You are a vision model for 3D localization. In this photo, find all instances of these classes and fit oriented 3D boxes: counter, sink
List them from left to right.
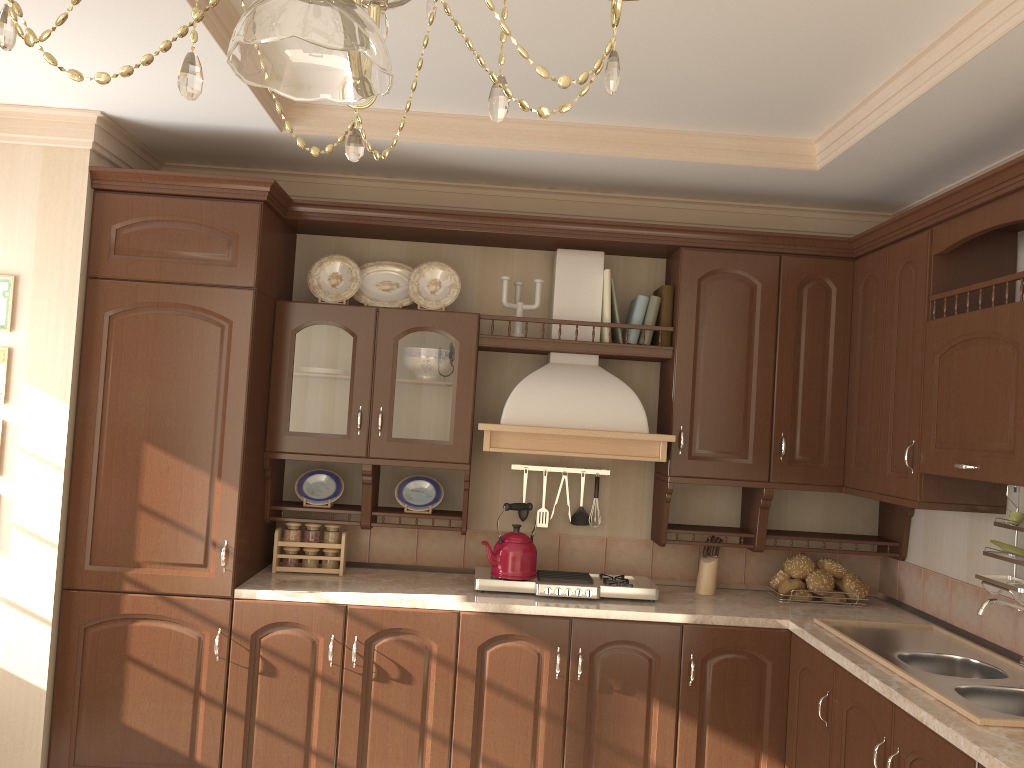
[{"bbox_3d":[0.324,0.812,2.595,2.603,0.034,2.422,4,-2,-2],"label":"counter"},{"bbox_3d":[1.341,0.794,2.696,0.448,0.348,1.077,4,-2,-2],"label":"sink"}]

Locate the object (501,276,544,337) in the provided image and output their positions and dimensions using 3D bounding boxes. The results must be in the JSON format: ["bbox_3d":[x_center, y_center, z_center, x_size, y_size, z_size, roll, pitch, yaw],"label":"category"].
[{"bbox_3d":[0.016,-0.312,3.672,0.163,0.248,0.174,5,-3,-39],"label":"object"}]

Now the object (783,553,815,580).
[{"bbox_3d":[1.179,0.749,3.643,0.118,0.105,0.100,4,-2,-7],"label":"object"}]

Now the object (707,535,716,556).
[{"bbox_3d":[0.825,0.731,3.715,0.027,0.191,0.052,2,-3,44],"label":"object"}]

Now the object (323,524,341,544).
[{"bbox_3d":[-0.732,0.609,3.610,0.068,0.088,0.068,3,-2,14],"label":"object"}]

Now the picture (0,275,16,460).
[{"bbox_3d":[-1.923,0.090,3.118,0.268,0.964,0.010,4,-2,-2],"label":"picture"}]

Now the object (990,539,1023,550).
[{"bbox_3d":[1.572,0.512,2.740,0.167,0.051,0.174,4,-2,-2],"label":"object"}]

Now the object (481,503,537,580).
[{"bbox_3d":[0.007,0.604,3.439,0.181,0.282,0.227,3,-2,22],"label":"object"}]

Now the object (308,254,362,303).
[{"bbox_3d":[-0.724,-0.432,3.622,0.220,0.210,0.068,4,-2,-4],"label":"object"}]

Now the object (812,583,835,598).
[{"bbox_3d":[1.282,0.843,3.675,0.114,0.094,0.098,4,-2,-21],"label":"object"}]

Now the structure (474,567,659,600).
[{"bbox_3d":[0.208,0.783,3.485,0.710,0.054,0.325,4,-2,-2],"label":"structure"}]

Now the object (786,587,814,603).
[{"bbox_3d":[1.178,0.857,3.636,0.114,0.058,0.119,5,-3,-37],"label":"object"}]

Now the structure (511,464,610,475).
[{"bbox_3d":[0.209,0.367,3.793,0.422,0.020,0.008,4,-2,-2],"label":"structure"}]

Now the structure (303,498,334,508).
[{"bbox_3d":[-0.791,0.440,3.645,0.110,0.126,0.080,4,-2,-2],"label":"structure"}]

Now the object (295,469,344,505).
[{"bbox_3d":[-0.792,0.423,3.650,0.202,0.143,0.071,4,-2,-4],"label":"object"}]

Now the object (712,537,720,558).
[{"bbox_3d":[0.837,0.736,3.684,0.053,0.198,0.027,4,-2,-18],"label":"object"}]

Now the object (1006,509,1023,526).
[{"bbox_3d":[1.611,0.428,2.830,0.049,0.051,0.044,5,-3,-33],"label":"object"}]

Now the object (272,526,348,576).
[{"bbox_3d":[-0.817,0.676,3.600,0.276,0.170,0.140,4,-2,-6],"label":"object"}]

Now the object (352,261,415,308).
[{"bbox_3d":[-0.523,-0.414,3.685,0.342,0.209,0.073,4,-2,-1],"label":"object"}]

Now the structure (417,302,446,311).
[{"bbox_3d":[-0.325,-0.355,3.629,0.110,0.126,0.080,4,-2,-2],"label":"structure"}]

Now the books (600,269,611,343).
[{"bbox_3d":[0.391,-0.316,3.726,0.042,0.305,0.194,4,-2,-2],"label":"books"}]

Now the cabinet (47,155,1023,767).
[{"bbox_3d":[0.044,0.456,2.610,3.226,2.313,2.436,4,-2,-2],"label":"cabinet"}]

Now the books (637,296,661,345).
[{"bbox_3d":[0.565,-0.256,3.721,0.080,0.209,0.205,4,-2,-2],"label":"books"}]

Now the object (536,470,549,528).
[{"bbox_3d":[0.136,0.488,3.780,0.051,0.245,0.003,4,-2,-2],"label":"object"}]

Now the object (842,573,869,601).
[{"bbox_3d":[1.391,0.824,3.600,0.097,0.106,0.117,2,-3,44],"label":"object"}]

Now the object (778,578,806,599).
[{"bbox_3d":[1.139,0.835,3.614,0.114,0.092,0.104,6,-3,-45],"label":"object"}]

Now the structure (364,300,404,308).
[{"bbox_3d":[-0.528,-0.366,3.678,0.154,0.126,0.080,4,-2,-2],"label":"structure"}]

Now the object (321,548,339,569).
[{"bbox_3d":[-0.739,0.709,3.606,0.068,0.088,0.068,3,-2,14],"label":"object"}]

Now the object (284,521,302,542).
[{"bbox_3d":[-0.887,0.599,3.593,0.068,0.088,0.068,3,-2,14],"label":"object"}]

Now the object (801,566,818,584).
[{"bbox_3d":[1.233,0.797,3.697,0.113,0.092,0.110,5,-3,-39],"label":"object"}]

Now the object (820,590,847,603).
[{"bbox_3d":[1.312,0.866,3.622,0.103,0.060,0.105,4,-2,-7],"label":"object"}]

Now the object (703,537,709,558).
[{"bbox_3d":[0.802,0.739,3.695,0.053,0.198,0.027,4,-2,-18],"label":"object"}]

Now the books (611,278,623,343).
[{"bbox_3d":[0.428,-0.295,3.733,0.068,0.271,0.194,4,-2,-2],"label":"books"}]

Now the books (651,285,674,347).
[{"bbox_3d":[0.632,-0.274,3.727,0.052,0.254,0.205,4,-2,-2],"label":"books"}]

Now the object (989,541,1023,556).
[{"bbox_3d":[1.570,0.518,2.739,0.167,0.051,0.174,4,-2,-2],"label":"object"}]

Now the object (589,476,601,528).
[{"bbox_3d":[0.358,0.505,3.785,0.049,0.219,0.049,5,-2,-24],"label":"object"}]

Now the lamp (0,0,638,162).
[{"bbox_3d":[-0.093,-0.671,0.561,0.501,0.982,0.502,5,-3,-32],"label":"lamp"}]

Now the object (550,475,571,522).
[{"bbox_3d":[0.213,0.486,3.781,0.089,0.195,0.005,4,-2,-2],"label":"object"}]

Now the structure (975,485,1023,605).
[{"bbox_3d":[1.586,0.497,2.784,0.131,0.361,0.256,4,-2,-2],"label":"structure"}]

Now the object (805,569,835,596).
[{"bbox_3d":[1.248,0.802,3.597,0.110,0.102,0.115,2,-2,27],"label":"object"}]

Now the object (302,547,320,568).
[{"bbox_3d":[-0.816,0.704,3.598,0.068,0.088,0.068,3,-2,14],"label":"object"}]

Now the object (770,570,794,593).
[{"bbox_3d":[1.125,0.819,3.684,0.123,0.109,0.092,5,-3,-34],"label":"object"}]

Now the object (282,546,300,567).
[{"bbox_3d":[-0.894,0.699,3.589,0.068,0.088,0.068,3,-2,14],"label":"object"}]

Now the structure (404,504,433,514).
[{"bbox_3d":[-0.381,0.466,3.655,0.110,0.126,0.080,4,-2,-2],"label":"structure"}]

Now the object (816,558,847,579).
[{"bbox_3d":[1.318,0.760,3.665,0.112,0.078,0.125,4,-2,-7],"label":"object"}]

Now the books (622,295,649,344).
[{"bbox_3d":[0.514,-0.259,3.729,0.086,0.209,0.205,4,-2,-2],"label":"books"}]

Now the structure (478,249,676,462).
[{"bbox_3d":[0.261,-0.136,3.606,0.753,0.845,0.455,4,-2,-2],"label":"structure"}]

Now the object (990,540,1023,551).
[{"bbox_3d":[1.571,0.515,2.740,0.167,0.051,0.174,4,-2,-2],"label":"object"}]

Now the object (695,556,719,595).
[{"bbox_3d":[0.819,0.792,3.688,0.078,0.148,0.151,2,-3,36],"label":"object"}]

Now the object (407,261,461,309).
[{"bbox_3d":[-0.319,-0.406,3.634,0.220,0.210,0.068,4,-2,-4],"label":"object"}]

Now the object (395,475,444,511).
[{"bbox_3d":[-0.383,0.449,3.660,0.202,0.143,0.071,4,-2,-4],"label":"object"}]

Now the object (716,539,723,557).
[{"bbox_3d":[0.857,0.728,3.717,0.050,0.159,0.022,5,-3,-32],"label":"object"}]

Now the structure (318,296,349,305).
[{"bbox_3d":[-0.724,-0.381,3.618,0.110,0.126,0.080,4,-2,-2],"label":"structure"}]

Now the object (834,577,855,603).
[{"bbox_3d":[1.374,0.848,3.668,0.091,0.100,0.125,4,-2,-6],"label":"object"}]

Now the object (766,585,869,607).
[{"bbox_3d":[1.249,0.863,3.644,0.364,0.060,0.199,4,-2,-2],"label":"object"}]

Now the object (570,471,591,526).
[{"bbox_3d":[0.298,0.490,3.796,0.088,0.236,0.028,4,-2,-2],"label":"object"}]

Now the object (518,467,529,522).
[{"bbox_3d":[0.053,0.470,3.775,0.048,0.231,0.015,4,-2,0],"label":"object"}]

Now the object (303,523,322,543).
[{"bbox_3d":[-0.810,0.604,3.601,0.068,0.088,0.068,3,-2,14],"label":"object"}]
